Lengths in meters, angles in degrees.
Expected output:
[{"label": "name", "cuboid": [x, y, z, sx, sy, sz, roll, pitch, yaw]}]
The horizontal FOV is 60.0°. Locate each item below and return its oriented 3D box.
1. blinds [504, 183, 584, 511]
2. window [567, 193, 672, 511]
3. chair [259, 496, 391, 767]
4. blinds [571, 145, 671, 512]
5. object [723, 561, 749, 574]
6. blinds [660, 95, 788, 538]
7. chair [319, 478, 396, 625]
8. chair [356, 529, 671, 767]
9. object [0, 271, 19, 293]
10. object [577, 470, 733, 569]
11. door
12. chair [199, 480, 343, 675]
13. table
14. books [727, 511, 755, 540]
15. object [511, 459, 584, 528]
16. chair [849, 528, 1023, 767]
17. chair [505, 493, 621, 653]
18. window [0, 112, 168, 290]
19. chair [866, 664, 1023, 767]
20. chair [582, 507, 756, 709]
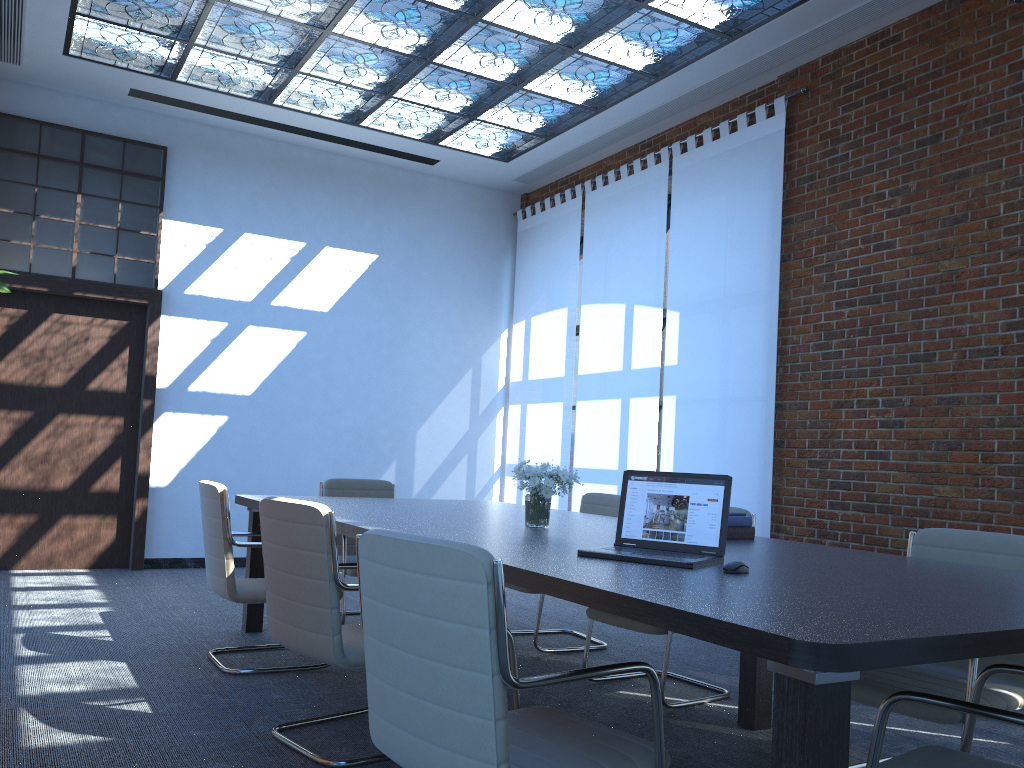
[{"label": "blinds", "cuboid": [0.280, -0.025, 8.933, 0.040, 3.749, 1.220, 4, -3, -30]}, {"label": "window", "cuboid": [2.848, -0.080, 5.560, 0.160, 3.600, 9.631, 4, -5, -30]}, {"label": "chair", "cuboid": [-0.590, 0.909, 3.424, 0.708, 0.921, 0.560, 6, -4, -41]}, {"label": "blinds", "cuboid": [0.917, -0.089, 7.827, 0.040, 3.749, 1.220, 4, -3, -30]}, {"label": "object", "cuboid": [0.652, 0.534, 2.584, 0.059, 0.034, 0.101, -1, -6, 40]}, {"label": "blinds", "cuboid": [1.549, -0.152, 6.729, 0.040, 3.749, 1.220, 4, -3, -30]}, {"label": "chair", "cuboid": [-0.928, 1.101, 5.849, 0.561, 0.921, 0.707, 5, -4, -30]}, {"label": "chair", "cuboid": [-0.001, 0.834, 2.210, 0.708, 0.921, 0.560, 6, -4, -41]}, {"label": "object", "cuboid": [-3.819, 0.167, 5.776, 0.947, 2.486, 1.325, 5, -4, -29]}, {"label": "object", "cuboid": [0.462, 0.423, 2.857, 0.390, 0.282, 0.323, 0, -5, 33]}, {"label": "door", "cuboid": [-3.766, 0.337, 7.422, 1.402, 2.430, 0.200, 5, -3, -30]}, {"label": "chair", "cuboid": [-1.274, 0.977, 4.610, 0.707, 0.921, 0.560, 5, -4, -30]}, {"label": "table", "cuboid": [0.175, 1.046, 3.911, 1.812, 0.808, 4.508, 5, -6, -30]}, {"label": "books", "cuboid": [0.880, 0.618, 3.915, 0.295, 0.114, 0.255, 6, -5, -31]}, {"label": "object", "cuboid": [0.131, 0.490, 3.992, 0.329, 0.309, 0.336, 4, -4, -19]}, {"label": "chair", "cuboid": [1.505, 0.992, 3.173, 0.707, 0.921, 0.560, 5, -4, -35]}, {"label": "chair", "cuboid": [0.298, 1.130, 5.469, 0.707, 0.921, 0.560, 5, -4, -26]}, {"label": "window", "cuboid": [-3.649, -1.498, 7.456, 1.330, 1.289, 0.059, 5, -3, -30]}, {"label": "chair", "cuboid": [1.185, 0.875, 2.006, 0.561, 0.921, 0.706, 6, -4, -41]}, {"label": "chair", "cuboid": [0.781, 1.064, 4.429, 0.707, 0.921, 0.560, 5, -4, -36]}]
